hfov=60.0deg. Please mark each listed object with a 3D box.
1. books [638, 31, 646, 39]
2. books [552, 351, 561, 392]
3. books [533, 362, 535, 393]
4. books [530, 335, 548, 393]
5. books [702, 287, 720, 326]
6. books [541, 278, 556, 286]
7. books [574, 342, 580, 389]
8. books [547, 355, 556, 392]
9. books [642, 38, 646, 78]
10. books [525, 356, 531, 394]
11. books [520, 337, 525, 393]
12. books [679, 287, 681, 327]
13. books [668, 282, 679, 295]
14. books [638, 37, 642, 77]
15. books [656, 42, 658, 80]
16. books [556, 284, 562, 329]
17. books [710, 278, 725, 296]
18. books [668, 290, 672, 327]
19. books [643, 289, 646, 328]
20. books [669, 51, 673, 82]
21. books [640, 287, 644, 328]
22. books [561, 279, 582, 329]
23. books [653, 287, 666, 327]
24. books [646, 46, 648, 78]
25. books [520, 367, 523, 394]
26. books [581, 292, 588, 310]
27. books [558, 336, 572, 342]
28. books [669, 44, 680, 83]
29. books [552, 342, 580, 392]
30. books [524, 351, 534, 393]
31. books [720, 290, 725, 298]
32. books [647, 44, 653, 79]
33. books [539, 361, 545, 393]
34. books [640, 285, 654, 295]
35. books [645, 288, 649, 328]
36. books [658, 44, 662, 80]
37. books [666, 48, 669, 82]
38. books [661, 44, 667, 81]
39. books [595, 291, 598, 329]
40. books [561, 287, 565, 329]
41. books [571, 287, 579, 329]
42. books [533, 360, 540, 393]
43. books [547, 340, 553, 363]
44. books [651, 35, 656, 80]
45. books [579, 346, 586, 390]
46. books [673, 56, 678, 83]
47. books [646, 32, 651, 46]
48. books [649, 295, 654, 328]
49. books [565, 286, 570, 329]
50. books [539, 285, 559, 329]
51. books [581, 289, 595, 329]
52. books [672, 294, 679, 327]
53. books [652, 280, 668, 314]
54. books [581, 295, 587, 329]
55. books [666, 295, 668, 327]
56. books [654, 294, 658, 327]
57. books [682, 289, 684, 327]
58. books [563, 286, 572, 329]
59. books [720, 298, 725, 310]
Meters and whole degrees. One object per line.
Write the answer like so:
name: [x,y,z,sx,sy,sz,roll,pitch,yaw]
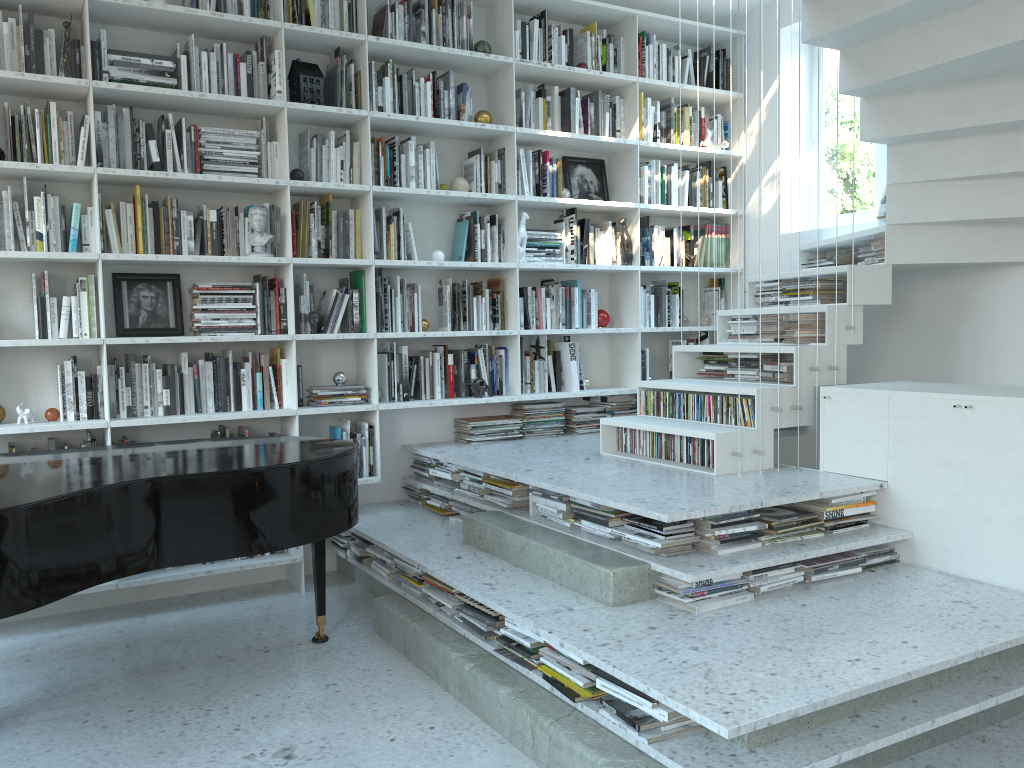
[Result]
books: [0.779,-1.987,5.470,0.014,0.332,0.142,-3,5,-29]
books: [0.231,-0.077,5.268,0.031,0.239,0.171,-3,5,-29]
books: [0.091,-0.055,5.197,0.025,0.210,0.137,-3,5,-29]
books: [0.159,-0.120,5.220,0.014,0.333,0.168,-3,5,-29]
books: [1.320,-0.509,5.868,0.012,0.254,0.160,-3,5,-29]
books: [0.215,-0.471,5.231,0.013,0.299,0.147,-3,5,-29]
books: [0.349,-0.107,5.324,0.025,0.287,0.160,-3,5,-29]
books: [0.189,-0.063,5.240,0.052,0.217,0.184,-3,4,-29]
books: [0.762,-1.953,5.434,0.012,0.269,0.184,-3,5,-29]
books: [0.058,-0.055,5.177,0.023,0.214,0.163,-3,5,-29]
books: [0.036,-0.111,5.173,0.013,0.327,0.130,-3,5,-29]
books: [1.036,-0.494,5.710,0.012,0.254,0.160,-3,5,-29]
books: [1.012,-0.507,5.682,0.011,0.285,0.161,-3,5,-29]
books: [0.744,-1.962,5.438,0.013,0.286,0.150,-3,5,-29]
books: [0.851,-1.963,5.509,0.027,0.276,0.148,-3,5,-29]
books: [0.235,-0.453,5.223,0.012,0.262,0.186,-3,5,-29]
books: [1.366,-0.543,5.905,0.013,0.315,0.129,-3,5,-29]
books: [0.959,-0.477,5.658,0.014,0.230,0.172,-3,5,-29]
books: [0.780,-0.470,5.552,0.037,0.236,0.153,-3,5,-29]
books: [0.953,-1.949,5.563,0.025,0.237,0.143,-3,5,-29]
books: [0.758,-0.477,5.530,0.024,0.252,0.175,-3,5,-29]
books: [0.354,-0.474,5.299,0.026,0.290,0.181,-3,5,-29]
books: [0.904,-0.482,5.601,0.027,0.249,0.184,-3,5,-29]
books: [0.775,-1.934,5.446,0.022,0.229,0.174,-3,5,-29]
books: [0.017,-0.053,5.167,0.033,0.213,0.140,-3,5,-29]
books: [0.407,-0.442,5.353,0.037,0.219,0.139,-3,5,-29]
books: [0.321,-0.126,5.333,0.012,0.326,0.136,-3,5,-29]
books: [1.006,-1.976,5.603,0.012,0.285,0.159,-3,5,-29]
books: [0.298,-0.103,5.255,0.075,0.291,0.255,-3,4,-29]
books: [0.079,-0.070,5.176,0.015,0.244,0.156,-3,5,-29]
books: [1.356,-0.503,5.893,0.022,0.237,0.152,-3,5,-29]
books: [0.802,-1.944,5.470,0.023,0.244,0.182,-3,5,-29]
books: [0.142,-0.045,5.219,0.024,0.185,0.149,-3,4,-29]
books: [0.844,-0.490,5.604,0.024,0.267,0.133,-3,5,-29]
books: [0.806,-0.475,5.567,0.022,0.242,0.151,-3,5,-29]
books: [0.874,-1.955,5.517,0.022,0.259,0.163,-3,5,-29]
books: [0.926,-1.954,5.557,0.027,0.250,0.154,-3,5,-29]
books: [0.896,-1.959,5.530,0.029,0.264,0.179,-3,5,-29]
books: [0.460,-0.447,5.374,0.027,0.223,0.170,-3,5,-29]
books: [0.259,-0.448,5.264,0.026,0.247,0.165,-3,5,-29]
books: [0.335,-0.449,5.285,0.023,0.244,0.189,-3,5,-29]
books: [0.115,-0.045,5.212,0.030,0.188,0.140,-3,5,-29]
books: [0.204,-0.109,5.271,0.010,0.304,0.131,-3,5,-29]
books: [0.826,-1.976,5.483,0.012,0.306,0.184,-3,5,-29]
books: [0.382,-0.102,5.355,0.062,0.274,0.148,-3,5,-29]
books: [0.987,-1.936,5.587,0.026,0.208,0.163,-3,5,-29]
books: [0.809,-1.986,5.489,0.012,0.326,0.151,-3,5,-29]
books: [0.831,-0.455,5.577,0.029,0.201,0.172,-3,4,-29]
books: [0.286,-0.449,5.257,0.014,0.249,0.177,-3,5,-29]
books: [0.209,-0.447,5.203,0.028,0.255,0.191,-3,5,-29]
books: [0.438,-0.452,5.360,0.025,0.236,0.181,-3,5,-29]
books: [1.003,-0.466,5.670,0.021,0.205,0.174,-3,4,-29]
books: [0.944,-0.510,5.654,0.013,0.297,0.141,-3,5,-29]
books: [0.386,-0.431,5.324,0.030,0.201,0.189,-3,4,-29]
books: [0.927,-0.461,5.647,0.027,0.201,0.164,-3,4,-29]
books: [0.869,-0.462,5.612,0.025,0.208,0.149,-3,5,-29]
books: [1.049,-0.487,5.713,0.013,0.240,0.166,-3,5,-29]
books: [0.307,-0.455,5.298,0.012,0.254,0.160,-3,5,-29]
books: [1.342,-0.473,5.874,0.028,0.181,0.166,-3,4,-29]
